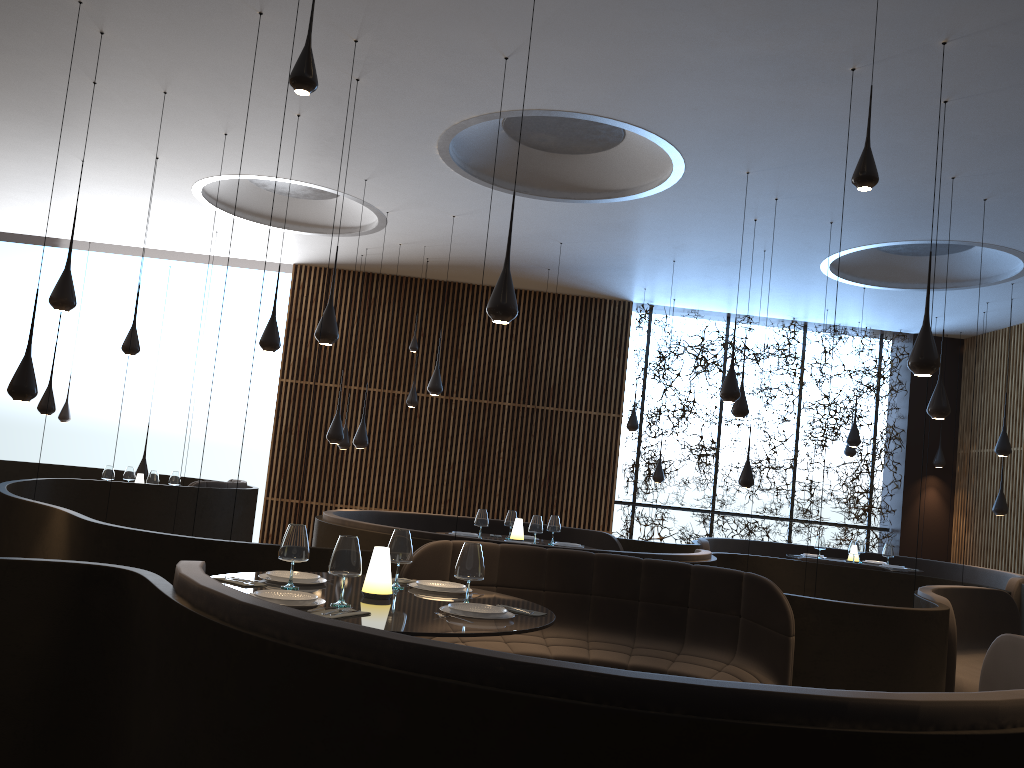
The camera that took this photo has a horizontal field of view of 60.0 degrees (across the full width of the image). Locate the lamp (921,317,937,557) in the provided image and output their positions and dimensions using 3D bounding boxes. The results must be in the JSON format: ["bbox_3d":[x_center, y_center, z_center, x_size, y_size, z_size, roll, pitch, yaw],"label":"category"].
[{"bbox_3d":[6.221,2.078,13.401,0.196,6.263,0.196,4,-5,23],"label":"lamp"}]

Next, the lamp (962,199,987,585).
[{"bbox_3d":[4.264,1.320,8.330,0.196,6.263,0.196,5,-5,13],"label":"lamp"}]

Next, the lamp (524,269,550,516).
[{"bbox_3d":[0.230,1.407,12.881,0.196,6.263,0.196,8,-5,-27],"label":"lamp"}]

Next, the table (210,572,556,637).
[{"bbox_3d":[-0.683,1.499,4.083,1.671,1.022,1.677,2,-7,32],"label":"table"}]

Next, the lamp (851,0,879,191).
[{"bbox_3d":[1.878,-1.743,4.594,0.133,1.505,0.133,6,-5,-7],"label":"lamp"}]

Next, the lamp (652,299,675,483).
[{"bbox_3d":[2.461,0.101,14.152,0.196,2.955,0.196,3,-6,33],"label":"lamp"}]

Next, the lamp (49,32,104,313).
[{"bbox_3d":[-3.336,-1.658,6.879,0.196,2.219,0.196,3,-6,32],"label":"lamp"}]

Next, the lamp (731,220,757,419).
[{"bbox_3d":[2.606,-0.727,9.807,0.196,2.219,0.196,3,-6,33],"label":"lamp"}]

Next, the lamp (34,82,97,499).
[{"bbox_3d":[-4.070,0.399,7.713,0.196,6.263,0.196,3,-6,33],"label":"lamp"}]

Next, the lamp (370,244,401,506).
[{"bbox_3d":[-1.902,1.126,12.305,0.196,6.263,0.196,4,-5,25],"label":"lamp"}]

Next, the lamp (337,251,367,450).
[{"bbox_3d":[-2.282,-0.522,12.904,0.196,2.955,0.196,7,-5,-17],"label":"lamp"}]

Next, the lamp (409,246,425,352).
[{"bbox_3d":[-1.308,-1.199,12.487,0.133,1.505,0.133,6,-5,-7],"label":"lamp"}]

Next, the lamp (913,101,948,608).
[{"bbox_3d":[2.951,0.977,6.428,0.196,6.263,0.196,3,-6,33],"label":"lamp"}]

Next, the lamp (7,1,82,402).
[{"bbox_3d":[-3.325,-1.343,6.399,0.196,2.955,0.196,6,-5,3],"label":"lamp"}]

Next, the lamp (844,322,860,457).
[{"bbox_3d":[5.587,0.086,14.463,0.196,2.219,0.196,4,-5,23],"label":"lamp"}]

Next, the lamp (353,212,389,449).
[{"bbox_3d":[-1.704,-0.678,10.945,0.196,2.955,0.196,2,-6,42],"label":"lamp"}]

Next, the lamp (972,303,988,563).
[{"bbox_3d":[6.370,1.962,12.211,0.196,6.263,0.196,5,-5,13],"label":"lamp"}]

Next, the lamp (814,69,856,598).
[{"bbox_3d":[2.123,0.854,6.086,0.196,6.263,0.196,3,-6,33],"label":"lamp"}]

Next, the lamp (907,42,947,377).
[{"bbox_3d":[2.749,-1.155,5.778,0.196,2.219,0.196,3,-6,33],"label":"lamp"}]

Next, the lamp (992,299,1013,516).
[{"bbox_3d":[6.697,0.300,12.014,0.196,2.955,0.196,7,-5,-17],"label":"lamp"}]

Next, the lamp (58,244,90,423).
[{"bbox_3d":[-7.063,-0.848,14.396,0.196,2.955,0.196,4,-5,23],"label":"lamp"}]

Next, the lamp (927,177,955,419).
[{"bbox_3d":[3.934,-0.789,8.041,0.196,2.219,0.196,3,-6,33],"label":"lamp"}]

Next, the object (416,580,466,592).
[{"bbox_3d":[-0.370,1.053,4.605,0.263,0.029,0.264,1,-8,35],"label":"object"}]

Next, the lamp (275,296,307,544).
[{"bbox_3d":[-3.499,1.755,13.412,0.196,6.263,0.196,8,-5,-27],"label":"lamp"}]

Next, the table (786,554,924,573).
[{"bbox_3d":[4.388,2.833,11.494,1.676,1.022,1.672,11,-8,-41],"label":"table"}]

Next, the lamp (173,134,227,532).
[{"bbox_3d":[-3.199,0.593,8.666,0.196,6.263,0.196,6,-5,3],"label":"lamp"}]

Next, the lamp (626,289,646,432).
[{"bbox_3d":[1.954,-0.374,13.664,0.196,2.219,0.196,3,-6,33],"label":"lamp"}]

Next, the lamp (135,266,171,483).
[{"bbox_3d":[-4.829,-0.143,12.015,0.196,2.955,0.196,2,-6,42],"label":"lamp"}]

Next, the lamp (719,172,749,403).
[{"bbox_3d":[2.156,-0.928,8.431,0.196,2.219,0.196,3,-6,33],"label":"lamp"}]

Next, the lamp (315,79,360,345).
[{"bbox_3d":[-1.392,-1.421,7.258,0.196,2.219,0.196,6,-5,-7],"label":"lamp"}]

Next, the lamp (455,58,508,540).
[{"bbox_3d":[-0.362,0.640,6.452,0.196,6.263,0.196,3,-6,32],"label":"lamp"}]

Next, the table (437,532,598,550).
[{"bbox_3d":[-0.004,2.101,8.928,1.671,1.022,1.677,5,-6,7],"label":"table"}]

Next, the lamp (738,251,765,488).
[{"bbox_3d":[3.003,-0.196,10.938,0.196,2.955,0.196,6,-5,-7],"label":"lamp"}]

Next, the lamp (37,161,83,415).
[{"bbox_3d":[-5.117,-1.116,10.137,0.196,2.955,0.196,3,-6,33],"label":"lamp"}]

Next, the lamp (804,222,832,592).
[{"bbox_3d":[3.188,1.336,9.472,0.196,6.263,0.196,3,-6,33],"label":"lamp"}]

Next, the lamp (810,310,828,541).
[{"bbox_3d":[4.631,1.943,13.657,0.196,6.263,0.196,4,-5,23],"label":"lamp"}]

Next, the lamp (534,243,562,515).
[{"bbox_3d":[0.329,1.254,11.397,0.196,6.263,0.196,2,-6,42],"label":"lamp"}]

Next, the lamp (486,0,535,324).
[{"bbox_3d":[0.046,-1.472,5.451,0.196,2.219,0.196,2,-6,42],"label":"lamp"}]

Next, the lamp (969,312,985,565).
[{"bbox_3d":[6.622,2.050,12.770,0.196,6.263,0.196,7,-5,-17],"label":"lamp"}]

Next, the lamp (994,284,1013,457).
[{"bbox_3d":[6.319,-0.187,11.301,0.196,2.219,0.196,7,-5,-17],"label":"lamp"}]

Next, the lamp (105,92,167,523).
[{"bbox_3d":[-3.459,0.468,7.769,0.196,6.263,0.196,6,-5,3],"label":"lamp"}]

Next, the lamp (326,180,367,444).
[{"bbox_3d":[-1.782,-0.814,9.781,0.196,2.955,0.196,9,-6,-37],"label":"lamp"}]

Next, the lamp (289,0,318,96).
[{"bbox_3d":[-0.881,-2.076,4.108,0.133,1.505,0.133,6,-5,-7],"label":"lamp"}]

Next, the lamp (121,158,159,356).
[{"bbox_3d":[-4.063,-1.413,9.781,0.196,2.219,0.196,3,-6,33],"label":"lamp"}]

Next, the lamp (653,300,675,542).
[{"bbox_3d":[2.305,1.747,14.044,0.196,6.263,0.196,4,-5,23],"label":"lamp"}]

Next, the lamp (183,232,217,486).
[{"bbox_3d":[-4.624,0.887,12.673,0.196,6.263,0.196,8,-5,-27],"label":"lamp"}]

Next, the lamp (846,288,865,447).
[{"bbox_3d":[4.801,-0.236,12.271,0.196,2.219,0.196,7,-5,-17],"label":"lamp"}]

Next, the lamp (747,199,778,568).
[{"bbox_3d":[2.416,1.195,8.909,0.196,6.263,0.196,3,-6,33],"label":"lamp"}]

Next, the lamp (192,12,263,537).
[{"bbox_3d":[-2.136,0.426,6.153,0.196,6.263,0.196,7,-5,-17],"label":"lamp"}]

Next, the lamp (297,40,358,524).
[{"bbox_3d":[-1.495,0.521,6.422,0.196,6.263,0.196,4,-5,23],"label":"lamp"}]

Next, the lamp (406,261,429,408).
[{"bbox_3d":[-1.384,-0.756,13.305,0.196,2.219,0.196,4,-5,23],"label":"lamp"}]

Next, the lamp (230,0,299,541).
[{"bbox_3d":[-1.739,0.417,5.708,0.196,6.263,0.196,7,-5,-17],"label":"lamp"}]

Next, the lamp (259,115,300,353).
[{"bbox_3d":[-2.095,-1.392,8.144,0.196,2.219,0.196,6,-5,3],"label":"lamp"}]

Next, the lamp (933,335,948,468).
[{"bbox_3d":[7.168,0.278,14.741,0.196,2.219,0.196,4,-5,23],"label":"lamp"}]

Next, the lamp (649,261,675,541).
[{"bbox_3d":[1.871,1.447,11.713,0.196,6.263,0.196,2,-6,42],"label":"lamp"}]

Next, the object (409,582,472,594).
[{"bbox_3d":[-0.371,1.062,4.604,0.331,0.014,0.333,2,-7,32],"label":"object"}]

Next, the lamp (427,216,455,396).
[{"bbox_3d":[-0.829,-0.965,10.846,0.196,2.219,0.196,6,-5,-7],"label":"lamp"}]

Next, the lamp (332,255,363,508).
[{"bbox_3d":[-2.591,1.152,13.186,0.196,6.263,0.196,5,-5,5],"label":"lamp"}]

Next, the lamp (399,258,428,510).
[{"bbox_3d":[-1.581,1.232,12.976,0.196,6.263,0.196,5,-5,5],"label":"lamp"}]

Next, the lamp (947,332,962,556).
[{"bbox_3d":[7.046,2.260,14.286,0.196,6.263,0.196,4,-5,23],"label":"lamp"}]
